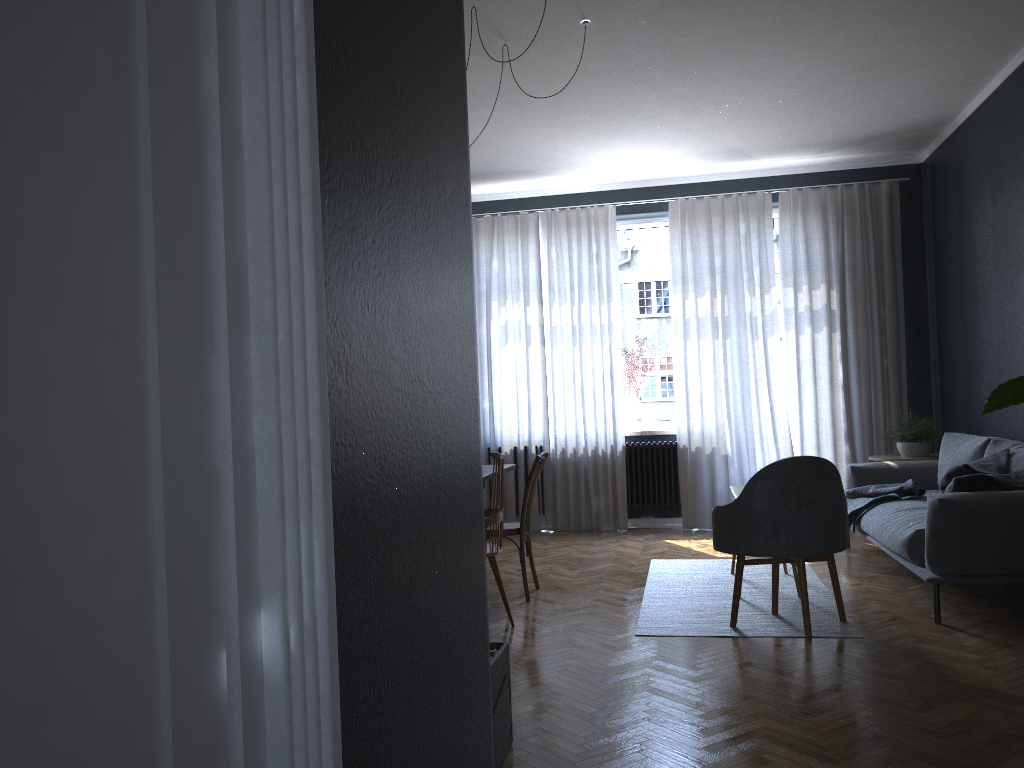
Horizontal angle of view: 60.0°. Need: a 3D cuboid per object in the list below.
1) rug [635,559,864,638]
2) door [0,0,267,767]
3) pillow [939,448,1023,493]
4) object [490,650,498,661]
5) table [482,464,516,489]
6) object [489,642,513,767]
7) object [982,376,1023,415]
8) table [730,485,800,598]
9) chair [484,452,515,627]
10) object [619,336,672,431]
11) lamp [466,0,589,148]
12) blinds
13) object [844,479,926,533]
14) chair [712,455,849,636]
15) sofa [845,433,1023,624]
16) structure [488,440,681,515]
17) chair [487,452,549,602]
[{"bbox_3d":[1.250,1.162,4.981,1.003,0.013,2.011,-3,-2,11],"label":"rug"},{"bbox_3d":[-0.438,0.014,0.675,0.162,2.186,0.857,-2,-1,11],"label":"door"},{"bbox_3d":[2.369,0.524,4.482,0.442,0.362,0.797,-3,-2,29],"label":"pillow"},{"bbox_3d":[-0.250,0.915,2.607,0.370,0.246,0.533,-3,-1,11],"label":"object"},{"bbox_3d":[-0.666,0.875,4.889,1.126,0.727,1.604,-3,-1,11],"label":"table"},{"bbox_3d":[-0.242,0.991,2.606,0.383,0.326,0.552,-3,-1,11],"label":"object"},{"bbox_3d":[1.692,0.111,1.794,1.118,1.898,0.764,-2,-1,5],"label":"object"},{"bbox_3d":[1.433,0.884,5.084,0.339,0.550,0.788,-3,-1,11],"label":"table"},{"bbox_3d":[-0.203,0.784,4.479,0.384,0.856,0.456,-2,-1,-4],"label":"chair"},{"bbox_3d":[1.079,0.000,7.671,0.514,0.809,0.599,-2,-1,-15],"label":"object"},{"bbox_3d":[-0.200,-1.005,4.618,1.591,1.574,0.583,-3,-1,42],"label":"lamp"},{"bbox_3d":[1.300,-0.169,7.538,3.993,2.788,0.312,-3,-1,11],"label":"blinds"},{"bbox_3d":[2.359,0.762,5.705,0.490,0.329,0.666,-3,-1,16],"label":"object"},{"bbox_3d":[1.305,0.730,4.161,0.645,0.811,0.495,-2,-1,-11],"label":"chair"},{"bbox_3d":[2.548,0.712,5.081,0.970,0.798,2.340,-3,-2,10],"label":"sofa"},{"bbox_3d":[0.671,0.818,7.720,1.847,0.600,0.216,-3,-1,11],"label":"structure"},{"bbox_3d":[-0.024,0.808,5.110,0.467,0.819,0.363,-3,-1,11],"label":"chair"}]
